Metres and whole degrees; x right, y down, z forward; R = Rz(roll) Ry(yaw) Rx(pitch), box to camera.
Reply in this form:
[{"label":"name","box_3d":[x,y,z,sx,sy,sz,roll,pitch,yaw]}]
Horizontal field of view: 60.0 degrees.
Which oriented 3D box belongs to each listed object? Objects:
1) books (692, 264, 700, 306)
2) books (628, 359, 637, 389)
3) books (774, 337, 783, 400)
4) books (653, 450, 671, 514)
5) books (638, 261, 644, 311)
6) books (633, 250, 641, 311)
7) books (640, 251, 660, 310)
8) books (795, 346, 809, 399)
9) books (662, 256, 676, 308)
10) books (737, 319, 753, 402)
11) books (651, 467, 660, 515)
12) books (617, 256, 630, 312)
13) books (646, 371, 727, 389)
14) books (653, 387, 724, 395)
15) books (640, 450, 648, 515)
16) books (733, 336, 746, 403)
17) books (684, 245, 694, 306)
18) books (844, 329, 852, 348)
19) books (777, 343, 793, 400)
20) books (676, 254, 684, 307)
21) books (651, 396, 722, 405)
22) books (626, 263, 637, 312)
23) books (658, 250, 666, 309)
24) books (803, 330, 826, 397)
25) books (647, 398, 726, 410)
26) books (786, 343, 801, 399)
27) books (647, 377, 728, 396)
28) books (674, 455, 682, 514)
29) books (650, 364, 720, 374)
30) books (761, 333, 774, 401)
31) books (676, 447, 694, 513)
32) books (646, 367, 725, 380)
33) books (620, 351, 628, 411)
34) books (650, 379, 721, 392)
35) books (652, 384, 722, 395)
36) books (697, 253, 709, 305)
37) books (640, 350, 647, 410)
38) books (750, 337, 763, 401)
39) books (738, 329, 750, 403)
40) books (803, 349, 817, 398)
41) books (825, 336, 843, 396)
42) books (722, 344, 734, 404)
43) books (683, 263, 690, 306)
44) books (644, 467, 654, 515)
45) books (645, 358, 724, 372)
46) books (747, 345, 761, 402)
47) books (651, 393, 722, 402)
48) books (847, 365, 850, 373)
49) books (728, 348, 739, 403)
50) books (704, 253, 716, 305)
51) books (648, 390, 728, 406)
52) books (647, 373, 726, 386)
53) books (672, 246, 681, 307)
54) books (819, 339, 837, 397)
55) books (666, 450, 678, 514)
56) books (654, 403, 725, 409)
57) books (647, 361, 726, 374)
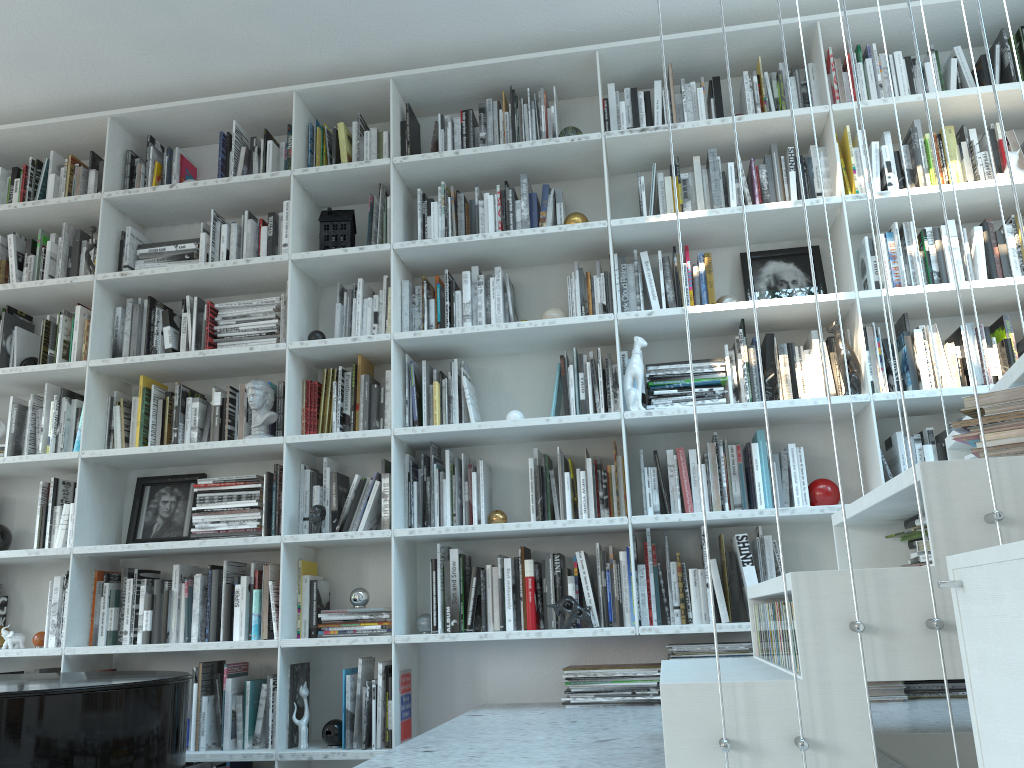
[{"label":"books","box_3d":[0.705,-0.332,3.397,0.033,0.212,0.153,-4,-15,9]},{"label":"books","box_3d":[0.459,0.036,3.330,0.027,0.221,0.184,-4,-15,9]},{"label":"books","box_3d":[0.982,-0.022,3.297,0.010,0.277,0.129,-4,-15,9]},{"label":"books","box_3d":[0.550,0.376,3.241,0.047,0.243,0.177,-4,-15,9]},{"label":"books","box_3d":[0.503,-0.333,3.432,0.011,0.247,0.156,-4,-15,9]},{"label":"books","box_3d":[0.490,-0.355,3.449,0.015,0.300,0.141,-4,-15,9]},{"label":"books","box_3d":[0.540,-0.354,3.437,0.065,0.288,0.146,-4,-15,9]},{"label":"books","box_3d":[1.063,-0.009,3.275,0.028,0.234,0.129,-4,-15,9]},{"label":"books","box_3d":[0.612,-0.346,3.439,0.043,0.268,0.131,-4,-15,9]},{"label":"books","box_3d":[0.864,-0.053,3.284,0.010,0.338,0.180,-4,-15,9]},{"label":"books","box_3d":[0.525,0.408,3.240,0.022,0.183,0.163,-4,-15,9]},{"label":"books","box_3d":[0.440,-0.341,3.461,0.031,0.283,0.137,-4,-15,9]},{"label":"books","box_3d":[0.652,-0.015,3.327,0.285,0.012,0.160,-3,-15,4]},{"label":"books","box_3d":[0.652,0.044,3.313,0.254,0.012,0.161,-3,-15,4]},{"label":"books","box_3d":[0.487,0.381,3.268,0.012,0.253,0.161,-4,-15,9]},{"label":"books","box_3d":[0.848,-0.018,3.307,0.012,0.284,0.160,-4,-15,9]},{"label":"books","box_3d":[0.680,-0.366,3.406,0.014,0.284,0.176,-4,-15,9]},{"label":"books","box_3d":[1.249,-0.047,3.254,0.029,0.283,0.139,-4,-15,9]},{"label":"books","box_3d":[1.000,-0.012,3.269,0.031,0.241,0.147,-4,-15,9]},{"label":"books","box_3d":[0.653,-0.351,3.423,0.020,0.266,0.152,-4,-15,9]},{"label":"books","box_3d":[0.653,0.080,3.306,0.254,0.012,0.161,-6,-15,13]},{"label":"books","box_3d":[0.471,-0.327,3.460,0.030,0.253,0.128,-4,-15,9]},{"label":"books","box_3d":[0.583,-0.354,3.436,0.012,0.284,0.160,-4,-15,9]},{"label":"books","box_3d":[1.107,-0.038,3.242,0.021,0.270,0.192,-4,-15,9]},{"label":"books","box_3d":[0.653,0.091,3.300,0.285,0.012,0.160,-6,-15,13]},{"label":"books","box_3d":[1.034,-0.014,3.283,0.031,0.249,0.133,-4,-15,9]},{"label":"books","box_3d":[0.654,0.010,3.325,0.285,0.012,0.160,-4,-15,6]},{"label":"books","box_3d":[0.602,0.382,3.229,0.011,0.222,0.163,-4,-15,9]},{"label":"books","box_3d":[0.652,-0.036,3.339,0.254,0.012,0.161,-5,-15,11]},{"label":"books","box_3d":[0.944,-0.028,3.277,0.059,0.281,0.167,-4,-15,9]},{"label":"books","box_3d":[0.627,0.367,3.223,0.045,0.245,0.186,-4,-15,9]},{"label":"books","box_3d":[0.653,-0.024,3.337,0.285,0.012,0.160,-5,-15,11]},{"label":"books","box_3d":[0.436,0.023,3.372,0.028,0.269,0.129,-4,-15,9]},{"label":"books","box_3d":[0.654,0.020,3.318,0.254,0.012,0.161,-6,-15,13]},{"label":"books","box_3d":[0.653,0.035,3.326,0.254,0.012,0.161,-5,-15,9]},{"label":"books","box_3d":[0.731,-0.353,3.398,0.021,0.252,0.167,-4,-15,9]},{"label":"books","box_3d":[0.490,0.019,3.360,0.028,0.266,0.138,-4,-15,9]},{"label":"books","box_3d":[0.910,-0.021,3.294,0.013,0.279,0.131,-4,-15,9]},{"label":"books","box_3d":[0.854,-0.033,3.281,0.011,0.299,0.184,-4,-15,9]},{"label":"books","box_3d":[1.089,-0.002,3.262,0.025,0.212,0.156,-4,-15,9]},{"label":"books","box_3d":[1.172,-0.031,3.247,0.024,0.254,0.145,-4,-15,9]},{"label":"books","box_3d":[0.804,-0.002,3.299,0.012,0.253,0.161,-4,-15,9]},{"label":"books","box_3d":[0.666,-0.330,3.388,0.013,0.206,0.190,-4,-15,9]},{"label":"books","box_3d":[0.504,0.409,3.246,0.023,0.186,0.160,-4,-15,9]},{"label":"books","box_3d":[0.651,-0.059,3.346,0.285,0.012,0.160,-5,-15,11]},{"label":"books","box_3d":[0.887,-0.003,3.276,0.030,0.236,0.179,-4,-15,9]},{"label":"books","box_3d":[0.653,0.069,3.313,0.254,0.012,0.161,-5,-15,11]},{"label":"books","box_3d":[1.219,-0.001,3.218,0.027,0.178,0.166,-4,-15,9]},{"label":"books","box_3d":[0.824,0.004,3.313,0.023,0.246,0.138,-4,-15,9]},{"label":"books","box_3d":[0.753,-0.353,3.383,0.026,0.243,0.178,-4,-15,9]},{"label":"books","box_3d":[0.654,0.058,3.316,0.285,0.012,0.160,-4,-15,7]},{"label":"books","box_3d":[0.654,-0.001,3.331,0.285,0.012,0.160,-5,-15,11]},{"label":"books","box_3d":[0.635,-0.363,3.415,0.012,0.286,0.177,-4,-15,9]},{"label":"books","box_3d":[1.138,-0.025,3.236,0.041,0.238,0.177,-4,-15,9]},{"label":"books","box_3d":[0.587,0.375,3.246,0.024,0.246,0.143,-4,-15,9]},{"label":"books","box_3d":[0.653,0.103,3.300,0.254,0.012,0.161,-3,-15,5]},{"label":"books","box_3d":[0.652,-0.048,3.343,0.285,0.012,0.160,-4,-15,7]}]
